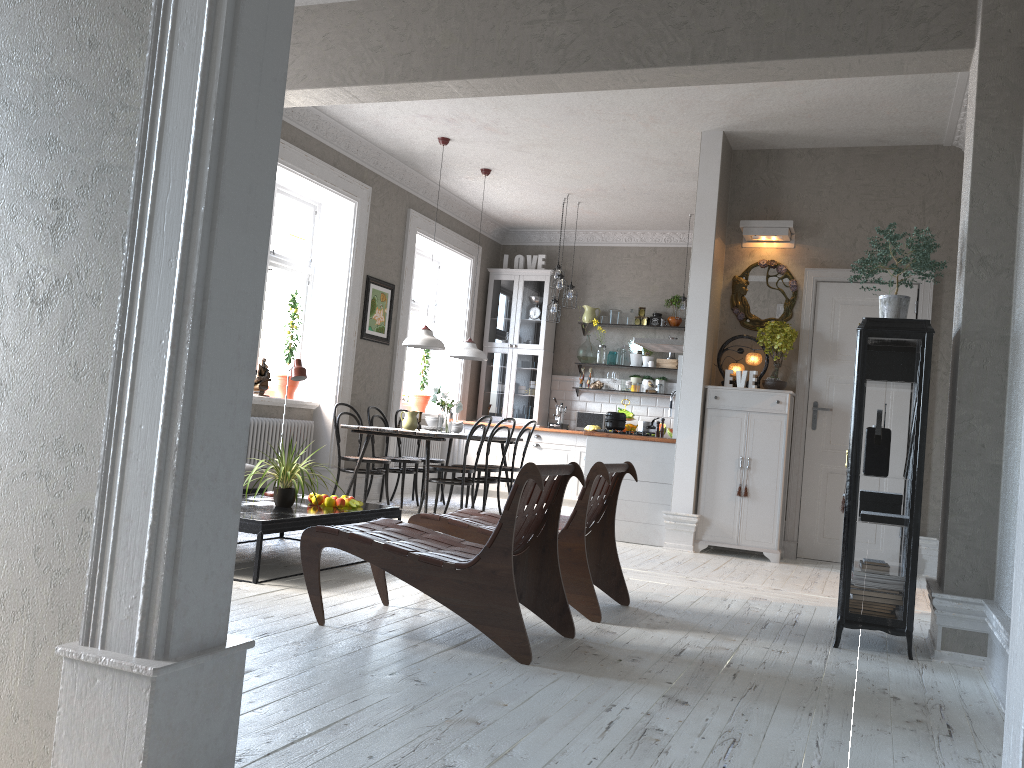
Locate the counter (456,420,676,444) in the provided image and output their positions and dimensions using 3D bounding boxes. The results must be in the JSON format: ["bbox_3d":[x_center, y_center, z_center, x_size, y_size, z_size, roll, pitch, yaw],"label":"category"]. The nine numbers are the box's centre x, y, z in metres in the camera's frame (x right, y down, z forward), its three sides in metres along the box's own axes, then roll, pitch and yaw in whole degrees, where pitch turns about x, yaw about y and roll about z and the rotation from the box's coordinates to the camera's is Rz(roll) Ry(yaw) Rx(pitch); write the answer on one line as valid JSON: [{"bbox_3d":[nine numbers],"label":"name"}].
[{"bbox_3d":[0.495,0.480,9.085,3.116,0.039,3.438,4,-3,22],"label":"counter"}]

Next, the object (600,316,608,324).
[{"bbox_3d":[1.111,-0.765,10.699,0.102,0.111,0.105,4,-3,21],"label":"object"}]

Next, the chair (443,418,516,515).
[{"bbox_3d":[-0.282,0.744,8.002,0.539,0.921,0.446,4,-3,29],"label":"chair"}]

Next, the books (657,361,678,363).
[{"bbox_3d":[1.842,-0.246,10.385,0.256,0.011,0.160,4,-3,27],"label":"books"}]

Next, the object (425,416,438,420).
[{"bbox_3d":[-0.737,0.362,8.413,0.178,0.094,0.181,4,-3,13],"label":"object"}]

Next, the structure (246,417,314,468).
[{"bbox_3d":[-2.072,0.500,7.509,0.147,0.428,1.239,4,-3,21],"label":"structure"}]

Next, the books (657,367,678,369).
[{"bbox_3d":[1.836,-0.181,10.381,0.257,0.011,0.160,4,-3,24],"label":"books"}]

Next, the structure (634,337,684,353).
[{"bbox_3d":[1.669,-1.124,8.510,0.702,1.596,0.722,4,-3,22],"label":"structure"}]

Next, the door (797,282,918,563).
[{"bbox_3d":[2.678,0.297,6.873,0.741,2.183,0.081,4,-3,20],"label":"door"}]

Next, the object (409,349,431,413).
[{"bbox_3d":[-1.031,-0.079,10.191,0.265,0.813,0.254,8,-4,-41],"label":"object"}]

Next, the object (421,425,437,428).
[{"bbox_3d":[-0.741,0.417,8.410,0.232,0.027,0.242,2,-4,44],"label":"object"}]

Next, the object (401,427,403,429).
[{"bbox_3d":[-0.942,0.324,7.986,0.096,0.172,0.096,5,-3,3],"label":"object"}]

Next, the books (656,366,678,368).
[{"bbox_3d":[1.837,-0.192,10.382,0.256,0.011,0.160,4,-3,27],"label":"books"}]

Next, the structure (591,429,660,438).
[{"bbox_3d":[0.981,0.414,7.500,0.489,0.031,0.614,4,-3,22],"label":"structure"}]

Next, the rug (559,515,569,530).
[{"bbox_3d":[0.511,1.273,8.130,0.725,0.014,1.307,4,-3,22],"label":"rug"}]

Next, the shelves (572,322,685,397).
[{"bbox_3d":[1.403,-0.234,10.541,1.298,0.923,0.232,4,-3,21],"label":"shelves"}]

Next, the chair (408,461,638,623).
[{"bbox_3d":[0.056,0.701,4.375,1.002,0.721,0.515,4,-3,21],"label":"chair"}]

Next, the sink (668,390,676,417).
[{"bbox_3d":[1.369,0.383,8.059,0.520,0.720,0.493,4,-3,22],"label":"sink"}]

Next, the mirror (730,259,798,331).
[{"bbox_3d":[2.043,-0.724,7.194,0.525,0.593,0.072,4,-3,21],"label":"mirror"}]

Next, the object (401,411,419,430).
[{"bbox_3d":[-0.897,0.318,7.763,0.151,0.170,0.134,6,-3,-17],"label":"object"}]

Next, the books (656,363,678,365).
[{"bbox_3d":[1.840,-0.224,10.383,0.256,0.011,0.160,4,-3,27],"label":"books"}]

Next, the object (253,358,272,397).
[{"bbox_3d":[-2.146,-0.065,7.483,0.118,0.329,0.240,4,-3,24],"label":"object"}]

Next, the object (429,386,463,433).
[{"bbox_3d":[-0.588,0.228,7.876,0.307,0.414,0.255,4,-3,20],"label":"object"}]

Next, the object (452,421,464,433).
[{"bbox_3d":[-0.523,0.406,8.375,0.122,0.119,0.130,3,-4,37],"label":"object"}]

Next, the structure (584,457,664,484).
[{"bbox_3d":[0.971,0.778,7.468,0.609,0.623,0.631,4,-3,22],"label":"structure"}]

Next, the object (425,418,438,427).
[{"bbox_3d":[-0.739,0.382,8.412,0.178,0.094,0.181,4,-3,13],"label":"object"}]

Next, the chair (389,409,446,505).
[{"bbox_3d":[-0.920,0.726,8.811,0.538,0.921,0.446,3,-4,34],"label":"chair"}]

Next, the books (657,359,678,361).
[{"bbox_3d":[1.845,-0.278,10.386,0.256,0.011,0.160,4,-3,27],"label":"books"}]

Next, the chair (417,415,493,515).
[{"bbox_3d":[-0.483,0.702,7.501,0.542,0.921,0.443,4,-3,19],"label":"chair"}]

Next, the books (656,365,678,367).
[{"bbox_3d":[1.838,-0.203,10.382,0.256,0.016,0.161,3,-3,34],"label":"books"}]

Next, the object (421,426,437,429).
[{"bbox_3d":[-0.742,0.426,8.410,0.239,0.027,0.235,6,-3,-10],"label":"object"}]

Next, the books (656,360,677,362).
[{"bbox_3d":[1.843,-0.257,10.385,0.256,0.016,0.161,3,-3,34],"label":"books"}]

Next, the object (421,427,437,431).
[{"bbox_3d":[-0.743,0.435,8.409,0.232,0.027,0.242,3,-4,39],"label":"object"}]

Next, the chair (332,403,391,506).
[{"bbox_3d":[-1.334,0.642,7.841,0.539,0.921,0.446,4,-3,29],"label":"chair"}]

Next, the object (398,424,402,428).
[{"bbox_3d":[-0.988,0.363,8.260,0.139,0.112,0.140,5,-3,4],"label":"object"}]

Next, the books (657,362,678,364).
[{"bbox_3d":[1.841,-0.236,10.384,0.257,0.011,0.160,4,-3,24],"label":"books"}]

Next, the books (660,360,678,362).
[{"bbox_3d":[1.844,-0.268,10.386,0.256,0.016,0.160,3,-3,30],"label":"books"}]

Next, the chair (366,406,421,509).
[{"bbox_3d":[-1.124,0.686,8.362,0.542,0.921,0.443,4,-3,19],"label":"chair"}]

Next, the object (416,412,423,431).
[{"bbox_3d":[-0.815,0.330,7.821,0.058,0.167,0.060,3,-4,35],"label":"object"}]

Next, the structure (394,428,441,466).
[{"bbox_3d":[-1.098,0.701,9.881,0.147,0.428,1.239,4,-3,21],"label":"structure"}]

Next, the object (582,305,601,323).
[{"bbox_3d":[0.947,-0.833,10.704,0.187,0.216,0.176,3,-4,35],"label":"object"}]

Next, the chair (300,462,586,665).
[{"bbox_3d":[-0.273,0.633,3.573,1.002,0.721,0.515,4,-3,21],"label":"chair"}]

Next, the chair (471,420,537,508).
[{"bbox_3d":[-0.079,0.783,8.448,0.542,0.921,0.443,4,-3,19],"label":"chair"}]

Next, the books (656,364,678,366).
[{"bbox_3d":[1.839,-0.214,10.383,0.256,0.016,0.160,3,-3,30],"label":"books"}]
